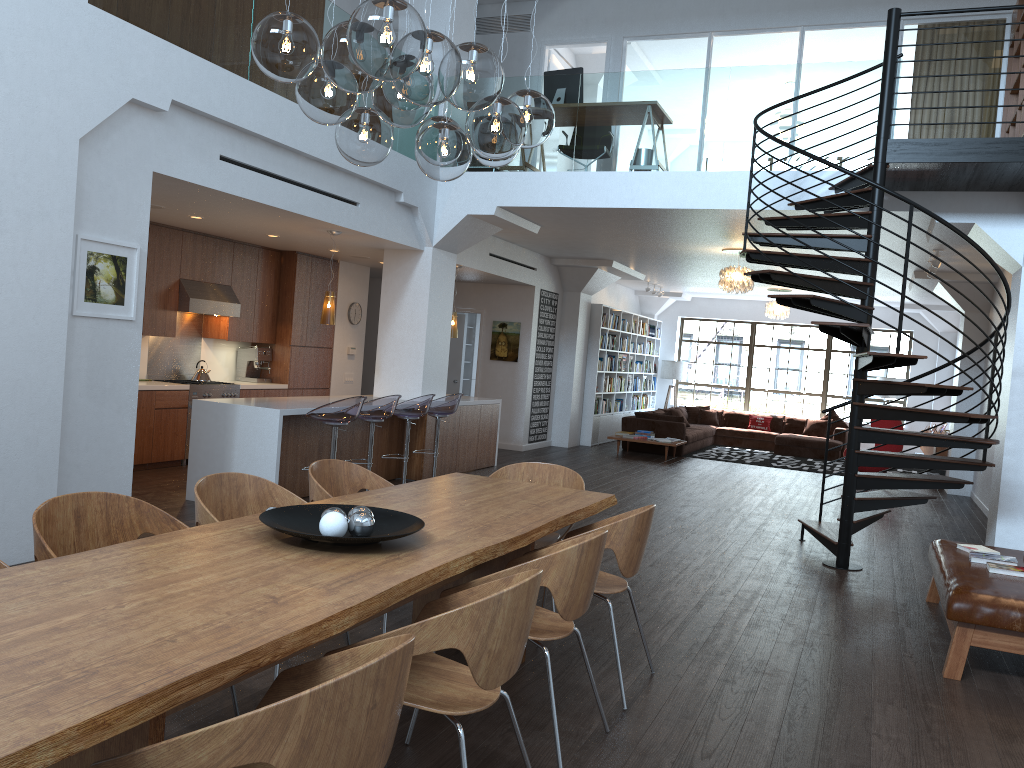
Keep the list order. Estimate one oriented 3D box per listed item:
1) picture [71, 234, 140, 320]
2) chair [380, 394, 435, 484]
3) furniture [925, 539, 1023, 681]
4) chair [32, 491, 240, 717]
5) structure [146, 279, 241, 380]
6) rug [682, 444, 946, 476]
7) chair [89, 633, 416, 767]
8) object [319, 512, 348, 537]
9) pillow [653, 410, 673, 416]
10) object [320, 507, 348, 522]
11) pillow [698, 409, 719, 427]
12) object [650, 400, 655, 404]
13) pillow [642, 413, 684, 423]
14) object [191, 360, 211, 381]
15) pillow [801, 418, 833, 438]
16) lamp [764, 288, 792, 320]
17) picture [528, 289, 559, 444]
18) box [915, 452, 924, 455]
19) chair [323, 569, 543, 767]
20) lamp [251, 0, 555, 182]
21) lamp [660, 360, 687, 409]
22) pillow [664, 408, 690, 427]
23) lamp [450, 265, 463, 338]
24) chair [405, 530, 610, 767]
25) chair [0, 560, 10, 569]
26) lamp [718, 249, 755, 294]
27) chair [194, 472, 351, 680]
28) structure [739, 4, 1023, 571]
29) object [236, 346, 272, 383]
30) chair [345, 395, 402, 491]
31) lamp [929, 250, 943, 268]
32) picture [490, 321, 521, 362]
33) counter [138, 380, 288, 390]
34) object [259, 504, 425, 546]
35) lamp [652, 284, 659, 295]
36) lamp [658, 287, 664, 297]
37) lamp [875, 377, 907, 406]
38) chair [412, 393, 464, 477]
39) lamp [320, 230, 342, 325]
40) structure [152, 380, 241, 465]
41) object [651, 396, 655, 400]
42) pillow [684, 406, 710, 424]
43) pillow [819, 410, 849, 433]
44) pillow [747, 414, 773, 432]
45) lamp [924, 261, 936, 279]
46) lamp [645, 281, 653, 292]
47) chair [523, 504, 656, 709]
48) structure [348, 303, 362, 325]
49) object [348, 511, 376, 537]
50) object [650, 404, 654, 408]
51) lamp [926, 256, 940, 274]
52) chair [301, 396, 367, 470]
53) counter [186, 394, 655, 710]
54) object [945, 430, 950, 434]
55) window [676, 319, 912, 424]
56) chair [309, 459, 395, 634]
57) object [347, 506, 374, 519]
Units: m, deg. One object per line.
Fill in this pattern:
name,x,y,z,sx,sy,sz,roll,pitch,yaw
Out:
picture,-2.618,-0.678,5.732,0.018,0.500,0.500,5,2,22
chair,-1.021,0.580,8.573,0.481,1.014,0.530,5,2,20
furniture,2.955,1.304,5.159,0.907,0.453,1.819,5,2,22
chair,-1.360,0.835,3.124,0.618,0.833,0.629,5,2,22
structure,-3.506,-0.573,9.816,0.529,1.110,0.811,5,2,22
rug,5.234,1.364,15.187,4.200,0.007,3.100,5,2,24
chair,-0.546,0.942,1.953,0.618,0.833,0.629,5,2,22
object,-0.629,0.500,3.128,0.100,0.100,0.100,4,2,-23
pillow,2.630,0.636,15.200,0.269,0.411,0.559,4,2,-22
object,-0.649,0.499,3.229,0.100,0.100,0.100,4,2,-23
pillow,3.938,0.674,17.852,0.489,0.337,0.238,4,2,-8
object,2.865,0.375,19.005,0.331,0.088,0.410,5,2,22
pillow,2.560,0.682,14.941,0.750,0.364,0.289,5,2,21
object,-3.527,-0.156,10.085,0.222,0.235,0.222,5,2,-3
pillow,5.876,0.839,17.080,0.542,0.362,0.248,6,3,43
lamp,4.784,-1.427,15.941,0.442,0.539,0.441,4,2,-25
picture,0.504,-0.270,13.961,0.021,2.380,0.800,5,2,23
box,7.981,1.434,17.302,0.228,0.165,0.368,5,2,22
chair,-0.238,0.942,2.670,0.618,0.833,0.629,5,2,22
lamp,-0.302,-1.910,3.428,0.849,2.140,1.787,5,2,21
lamp,3.435,0.293,19.108,0.545,1.579,0.545,5,2,11
pillow,3.072,0.647,16.563,0.325,0.391,0.625,6,3,39
lamp,-0.722,-1.030,11.118,0.149,0.900,0.149,4,2,-23
chair,0.035,0.939,3.384,0.618,0.833,0.629,5,2,24
chair,-1.652,0.836,2.414,0.618,0.833,0.629,5,2,22
lamp,2.861,-1.420,11.259,0.442,0.539,0.441,4,2,-25
chair,-1.070,0.834,3.831,0.618,0.833,0.629,5,2,22
structure,2.789,-0.728,6.943,1.998,4.352,1.998,4,2,-17
object,-3.108,-0.241,10.882,0.439,0.455,0.284,5,2,22
chair,-1.279,0.579,7.990,0.481,1.014,0.530,5,2,20
lamp,4.732,-1.392,9.881,0.120,0.211,0.111,5,2,-4
picture,-0.103,-0.650,13.506,0.450,0.600,0.030,5,2,22
counter,-3.862,0.009,8.979,0.600,0.050,4.387,5,2,22
object,-0.615,0.524,3.223,0.592,0.066,0.592,4,2,-20
lamp,2.712,-1.799,16.873,0.120,0.211,0.111,4,2,-19
lamp,2.909,-1.799,17.352,0.120,0.211,0.111,5,2,-4
lamp,7.370,0.671,17.380,0.545,1.579,0.545,6,2,33
chair,-0.782,0.579,9.156,0.481,1.014,0.530,6,2,24
lamp,-0.536,-1.405,9.225,2.842,1.807,0.149,4,2,-28
structure,-3.525,0.432,9.826,0.662,0.919,0.811,5,2,22
object,2.865,0.287,19.005,0.316,0.088,0.410,5,2,22
pillow,3.800,0.639,18.013,0.580,0.418,0.334,4,2,-5
pillow,6.136,0.775,17.152,0.651,0.587,0.335,5,2,1
pillow,4.922,0.778,17.601,0.465,0.308,0.220,5,2,18
lamp,5.122,-1.394,10.828,0.120,0.211,0.111,3,2,-34
lamp,2.519,-1.798,16.405,0.120,0.211,0.111,3,2,-34
chair,0.332,0.937,4.092,0.617,0.830,0.629,5,2,22
structure,-2.140,-0.959,12.091,0.040,0.300,0.300,5,2,22
object,-0.539,0.504,3.173,0.100,0.100,0.100,4,2,-23
object,2.858,0.463,19.008,0.331,0.088,0.410,5,2,22
lamp,4.929,-1.393,10.360,0.120,0.211,0.111,4,2,-19
chair,-1.493,0.582,7.394,0.481,1.014,0.530,6,2,24
counter,-1.228,0.676,7.634,3.039,0.860,8.182,4,2,-7
object,7.666,0.866,15.610,0.089,0.110,0.089,4,2,-23
window,5.837,-0.290,18.780,4.648,1.905,0.114,5,2,22
chair,-0.757,0.835,4.546,0.618,0.833,0.629,5,2,20
object,-0.559,0.499,3.272,0.100,0.100,0.100,4,2,-23
